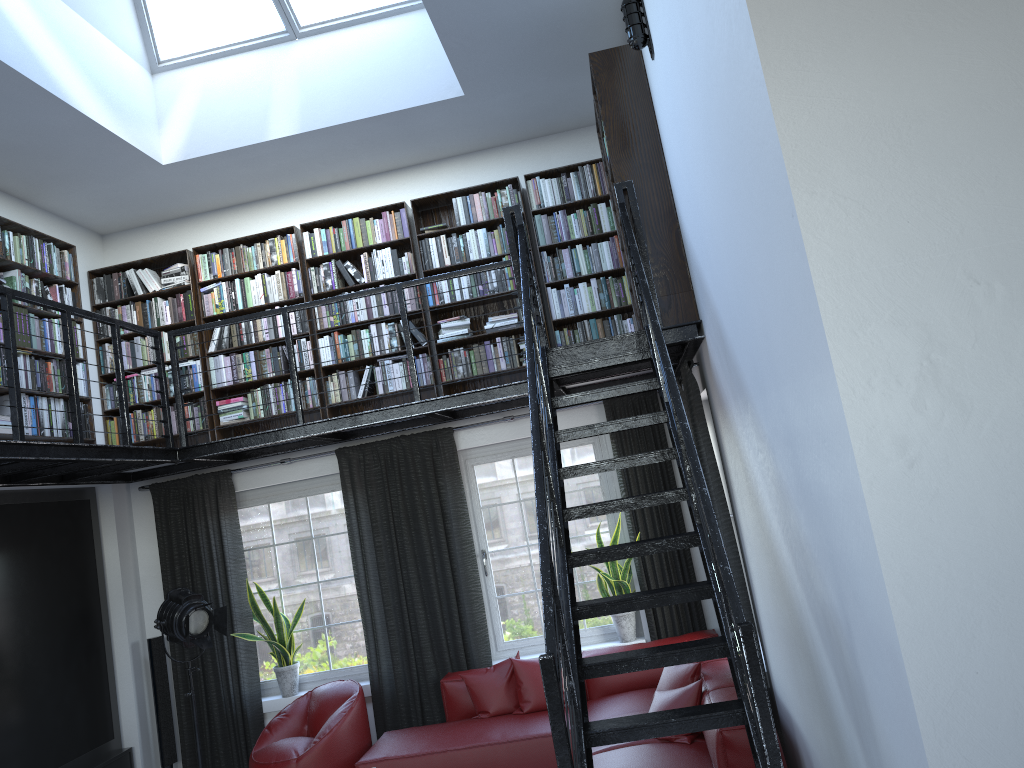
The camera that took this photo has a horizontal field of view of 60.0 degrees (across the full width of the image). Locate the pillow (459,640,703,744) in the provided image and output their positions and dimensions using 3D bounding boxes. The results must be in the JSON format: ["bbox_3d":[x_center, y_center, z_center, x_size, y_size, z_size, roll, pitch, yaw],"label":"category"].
[{"bbox_3d":[0.632,1.889,5.703,0.984,0.404,1.944,-4,-9,-41],"label":"pillow"}]

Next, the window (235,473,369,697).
[{"bbox_3d":[-1.678,1.578,6.978,1.166,1.614,0.132,-11,-9,6],"label":"window"}]

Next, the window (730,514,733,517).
[{"bbox_3d":[1.468,0.840,5.586,0.133,1.614,1.161,-11,-8,7],"label":"window"}]

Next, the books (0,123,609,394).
[{"bbox_3d":[-1.235,-0.721,5.670,4.380,1.412,1.164,-11,-8,6],"label":"books"}]

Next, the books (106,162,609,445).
[{"bbox_3d":[-1.180,-0.651,6.413,4.431,1.437,1.280,-11,-8,8],"label":"books"}]

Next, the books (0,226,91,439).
[{"bbox_3d":[-1.324,-0.768,5.142,4.373,1.416,2.195,-11,-7,6],"label":"books"}]

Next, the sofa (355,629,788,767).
[{"bbox_3d":[0.138,2.112,4.803,2.540,0.659,3.265,-11,-7,6],"label":"sofa"}]

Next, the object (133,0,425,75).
[{"bbox_3d":[-1.663,-2.819,5.816,2.219,0.637,1.180,-11,-7,6],"label":"object"}]

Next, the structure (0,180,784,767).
[{"bbox_3d":[-1.076,0.896,4.526,4.485,3.372,4.595,-11,-8,6],"label":"structure"}]

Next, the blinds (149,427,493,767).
[{"bbox_3d":[-1.466,1.716,6.715,2.506,2.399,0.124,-11,-9,6],"label":"blinds"}]

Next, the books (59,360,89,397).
[{"bbox_3d":[-1.270,-0.608,5.420,4.332,1.146,1.591,-11,-8,5],"label":"books"}]

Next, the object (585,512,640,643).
[{"bbox_3d":[0.688,1.415,6.396,0.553,0.945,0.522,-10,-8,-5],"label":"object"}]

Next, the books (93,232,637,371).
[{"bbox_3d":[-1.098,-0.593,6.883,4.438,1.404,0.241,-11,-9,6],"label":"books"}]

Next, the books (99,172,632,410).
[{"bbox_3d":[-1.098,-0.604,6.889,4.432,1.420,0.226,-11,-9,6],"label":"books"}]

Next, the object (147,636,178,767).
[{"bbox_3d":[-2.631,2.532,6.664,0.157,1.228,0.157,-14,-10,22],"label":"object"}]

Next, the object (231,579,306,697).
[{"bbox_3d":[-1.909,1.923,6.705,0.552,0.945,0.524,-13,-9,17],"label":"object"}]

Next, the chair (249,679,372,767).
[{"bbox_3d":[-1.391,2.507,6.107,0.831,0.715,0.825,-5,-9,-32],"label":"chair"}]

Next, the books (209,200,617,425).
[{"bbox_3d":[-0.706,-0.526,6.838,3.389,1.128,0.239,-11,-9,6],"label":"books"}]

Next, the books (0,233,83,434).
[{"bbox_3d":[-3.370,-0.383,5.344,0.314,1.430,2.197,-11,-7,7],"label":"books"}]

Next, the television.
[{"bbox_3d":[-3.225,1.824,5.039,0.116,2.440,3.337,-11,-8,7],"label":"television"}]

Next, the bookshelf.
[{"bbox_3d":[-1.263,-0.661,5.533,4.472,1.625,3.075,-11,-7,6],"label":"bookshelf"}]

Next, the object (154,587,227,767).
[{"bbox_3d":[-1.130,2.042,6.378,2.908,1.587,0.748,-9,-9,-10],"label":"object"}]

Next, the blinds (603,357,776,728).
[{"bbox_3d":[1.277,1.095,5.717,0.528,2.393,1.738,-8,-8,-11],"label":"blinds"}]

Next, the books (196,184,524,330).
[{"bbox_3d":[-1.152,-0.882,6.942,2.634,0.832,0.212,-11,-9,6],"label":"books"}]

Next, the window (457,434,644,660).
[{"bbox_3d":[0.278,1.197,6.763,1.166,1.614,0.132,-11,-9,6],"label":"window"}]
